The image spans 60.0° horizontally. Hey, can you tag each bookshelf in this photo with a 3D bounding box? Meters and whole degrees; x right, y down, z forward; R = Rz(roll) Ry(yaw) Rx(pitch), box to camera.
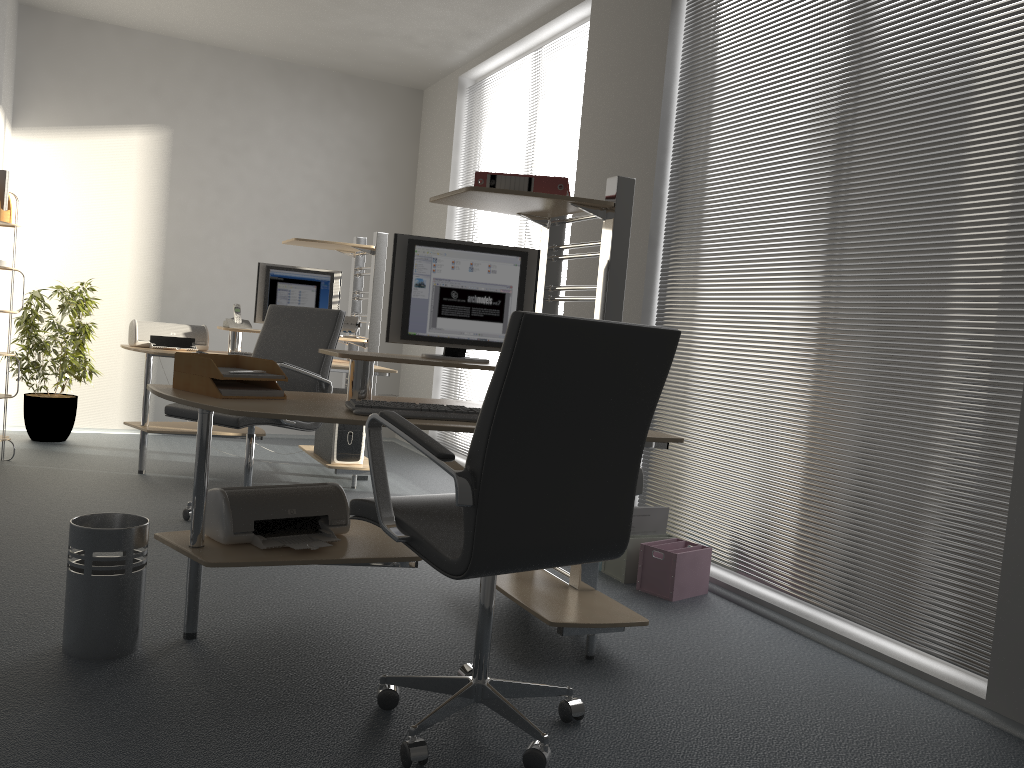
[{"bbox_3d":[-3.062,-0.324,4.903,0.381,1.572,0.724,5,3,2],"label":"bookshelf"}]

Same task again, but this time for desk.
[{"bbox_3d":[-1.531,-0.211,5.322,1.469,1.566,0.967,4,3,-26],"label":"desk"},{"bbox_3d":[-0.334,0.032,2.808,1.469,1.566,0.967,4,3,-26],"label":"desk"}]

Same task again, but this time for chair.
[{"bbox_3d":[-0.037,0.350,2.216,0.584,1.048,0.652,3,4,-39],"label":"chair"},{"bbox_3d":[-1.238,0.132,4.266,0.584,1.048,0.652,7,4,30],"label":"chair"}]

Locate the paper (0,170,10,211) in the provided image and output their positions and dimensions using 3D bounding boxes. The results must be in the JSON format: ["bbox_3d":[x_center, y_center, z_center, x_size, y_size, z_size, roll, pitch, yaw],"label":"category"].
[{"bbox_3d":[-2.987,-1.077,5.065,0.213,0.297,0.045,5,3,5],"label":"paper"}]

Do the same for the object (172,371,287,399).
[{"bbox_3d":[-0.895,0.001,2.811,0.309,0.060,0.225,8,4,43],"label":"object"}]

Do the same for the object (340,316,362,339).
[{"bbox_3d":[-1.027,-0.360,5.602,0.154,0.135,0.093,6,3,11],"label":"object"}]

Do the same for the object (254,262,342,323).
[{"bbox_3d":[-1.363,-0.535,5.670,0.516,0.418,0.245,4,3,-11],"label":"object"}]

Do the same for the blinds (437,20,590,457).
[{"bbox_3d":[-0.038,-0.811,5.986,0.037,2.749,1.950,4,3,-26],"label":"blinds"}]

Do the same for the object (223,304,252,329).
[{"bbox_3d":[-1.698,-0.421,5.495,0.150,0.151,0.119,3,4,-40],"label":"object"}]

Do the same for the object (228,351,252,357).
[{"bbox_3d":[-1.499,-0.154,5.455,0.478,0.082,0.814,4,3,-18],"label":"object"}]

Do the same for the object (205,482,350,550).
[{"bbox_3d":[-0.708,0.418,2.827,0.438,0.162,0.351,2,4,-41],"label":"object"}]

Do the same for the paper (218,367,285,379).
[{"bbox_3d":[-0.891,-0.038,2.808,0.297,0.010,0.210,8,4,43],"label":"paper"}]

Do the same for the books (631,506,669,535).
[{"bbox_3d":[0.561,0.678,3.840,0.220,0.306,0.068,4,3,-25],"label":"books"}]

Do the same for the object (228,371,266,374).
[{"bbox_3d":[-0.817,-0.036,2.737,0.008,0.009,0.159,7,4,28],"label":"object"}]

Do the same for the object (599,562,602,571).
[{"bbox_3d":[0.470,0.731,4.024,0.245,0.202,0.185,4,3,-26],"label":"object"}]

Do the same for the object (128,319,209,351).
[{"bbox_3d":[-2.044,-0.289,5.338,0.438,0.162,0.351,3,4,-34],"label":"object"}]

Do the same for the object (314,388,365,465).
[{"bbox_3d":[-1.063,0.255,5.504,0.199,0.422,0.471,4,3,-26],"label":"object"}]

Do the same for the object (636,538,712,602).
[{"bbox_3d":[0.670,0.768,3.666,0.245,0.202,0.185,2,4,-44],"label":"object"}]

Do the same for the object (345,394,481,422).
[{"bbox_3d":[-0.343,0.085,2.940,0.478,0.082,0.814,4,3,-18],"label":"object"}]

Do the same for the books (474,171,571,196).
[{"bbox_3d":[0.044,-0.687,3.157,0.320,0.072,0.262,5,3,6],"label":"books"}]

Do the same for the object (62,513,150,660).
[{"bbox_3d":[-1.163,0.577,2.542,0.208,0.377,0.208,6,3,18],"label":"object"}]

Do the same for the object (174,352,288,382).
[{"bbox_3d":[-0.890,-0.055,2.808,0.309,0.060,0.225,8,4,43],"label":"object"}]

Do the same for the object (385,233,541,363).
[{"bbox_3d":[-0.174,-0.294,3.177,0.516,0.418,0.245,5,3,-4],"label":"object"}]

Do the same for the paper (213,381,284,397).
[{"bbox_3d":[-0.896,0.013,2.811,0.297,0.019,0.210,8,4,43],"label":"paper"}]

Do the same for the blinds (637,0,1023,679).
[{"bbox_3d":[1.163,-0.567,3.467,0.022,2.770,1.950,4,3,-26],"label":"blinds"}]

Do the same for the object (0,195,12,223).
[{"bbox_3d":[-2.989,-1.056,5.046,0.243,0.259,0.113,5,3,5],"label":"object"}]

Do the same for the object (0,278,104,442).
[{"bbox_3d":[-3.103,-0.173,6.065,0.544,1.147,0.644,5,3,3],"label":"object"}]

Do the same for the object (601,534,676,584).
[{"bbox_3d":[0.549,0.747,3.857,0.245,0.202,0.185,4,3,-26],"label":"object"}]

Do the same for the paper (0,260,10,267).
[{"bbox_3d":[-3.013,-0.693,4.978,0.213,0.046,0.297,5,3,1],"label":"paper"}]
